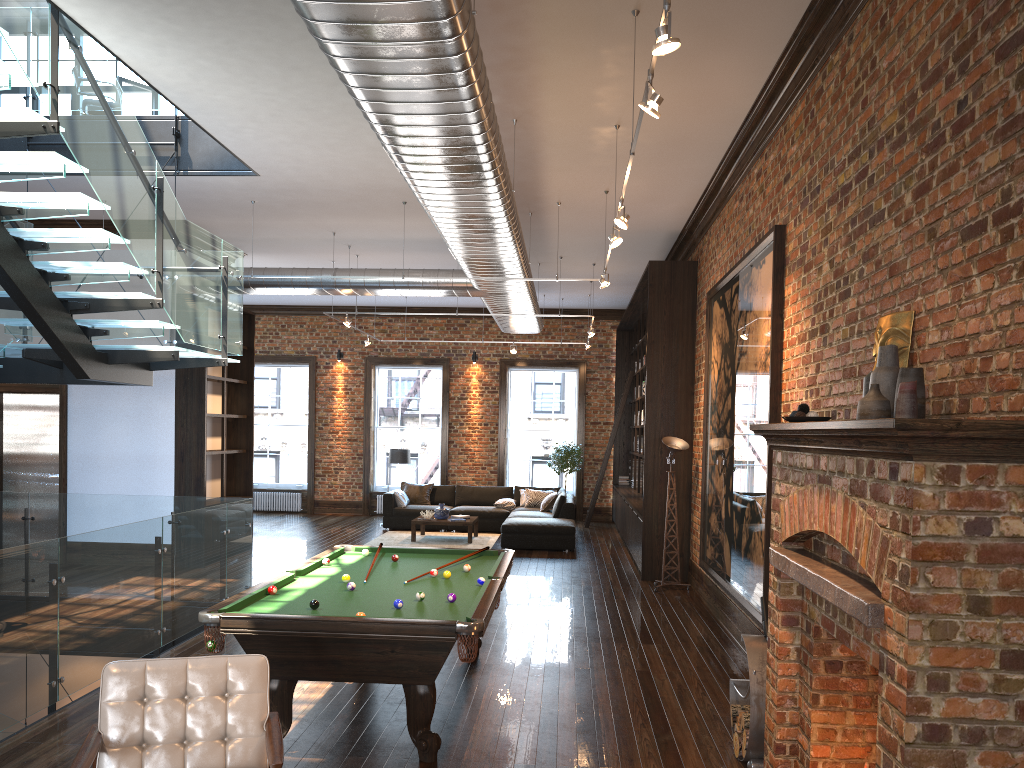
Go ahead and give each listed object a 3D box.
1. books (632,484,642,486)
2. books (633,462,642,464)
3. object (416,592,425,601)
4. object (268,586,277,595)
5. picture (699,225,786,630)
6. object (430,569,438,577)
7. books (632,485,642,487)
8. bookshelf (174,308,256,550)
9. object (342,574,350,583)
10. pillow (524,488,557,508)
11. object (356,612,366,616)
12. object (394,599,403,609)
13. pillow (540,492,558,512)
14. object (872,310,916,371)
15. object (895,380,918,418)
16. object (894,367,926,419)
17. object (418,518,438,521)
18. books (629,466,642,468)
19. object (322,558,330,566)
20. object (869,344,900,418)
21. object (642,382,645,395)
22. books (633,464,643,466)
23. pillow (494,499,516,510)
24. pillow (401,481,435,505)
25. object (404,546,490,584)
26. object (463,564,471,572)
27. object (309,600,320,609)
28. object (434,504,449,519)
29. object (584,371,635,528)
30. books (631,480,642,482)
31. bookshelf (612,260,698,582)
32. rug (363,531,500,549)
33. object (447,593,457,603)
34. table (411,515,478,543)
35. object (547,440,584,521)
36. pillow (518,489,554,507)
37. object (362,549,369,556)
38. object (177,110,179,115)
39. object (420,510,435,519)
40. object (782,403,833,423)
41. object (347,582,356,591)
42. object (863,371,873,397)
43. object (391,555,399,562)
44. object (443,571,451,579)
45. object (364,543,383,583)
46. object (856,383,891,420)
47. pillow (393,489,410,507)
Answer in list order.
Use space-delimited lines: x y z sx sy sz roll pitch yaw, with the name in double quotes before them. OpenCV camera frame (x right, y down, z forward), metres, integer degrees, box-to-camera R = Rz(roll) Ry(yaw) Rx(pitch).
"books" 2.475 1.967 17.300 0.229 0.008 0.329 1 -3 1
"books" 2.572 1.622 18.196 0.184 0.030 0.265 1 -3 9
"object" -0.561 1.300 5.430 0.057 0.057 0.057 1 -1 43
"object" -1.493 1.286 5.529 0.057 0.057 0.057 2 -1 -39
"picture" 2.039 0.420 8.154 0.080 3.005 3.201 1 -1 4
"object" -0.556 1.348 6.323 0.057 0.057 0.057 2 -1 -31
"books" 2.477 1.990 17.300 0.229 0.008 0.329 1 -3 2
"bookshelf" -4.074 0.658 12.257 0.400 3.522 1.780 1 1 4
"object" -1.127 1.320 6.022 0.057 0.057 0.057 1 -1 41
"pillow" 0.528 2.124 16.472 0.611 0.362 0.288 1 0 7
"object" -0.818 1.260 4.789 0.057 0.057 0.057 1 -1 22
"object" -0.663 1.284 5.175 0.057 0.057 0.057 1 -1 8
"pillow" 0.668 2.136 15.997 0.314 0.355 0.629 1 -2 3
"object" 1.778 -0.062 4.239 0.125 0.537 0.408 1 0 4
"object" 1.584 0.075 3.557 0.081 0.179 0.081 0 1 -44
"object" 1.648 0.050 3.671 0.120 0.243 0.120 2 1 23
"object" -1.401 2.245 14.744 0.267 0.018 0.201 0 -3 27
"books" 2.546 1.702 18.200 0.240 0.019 0.228 1 -3 -1
"object" -1.412 1.353 6.744 0.057 0.057 0.057 1 -1 2
"object" 1.630 0.006 3.852 0.145 0.350 0.145 2 1 40
"object" 2.312 0.094 15.541 0.075 0.255 0.087 1 1 -7
"books" 2.571 1.657 18.197 0.203 0.020 0.317 1 -3 5
"pillow" -0.125 2.234 16.487 0.409 0.204 0.611 1 -3 2
"pillow" -1.837 2.075 16.835 0.700 0.440 0.304 1 0 4
"object" -0.463 1.365 6.770 0.028 0.072 1.607 2 -3 19
"object" -0.333 1.366 6.576 0.057 0.057 0.057 2 -1 -41
"object" -1.138 1.271 5.111 0.057 0.057 0.057 1 -1 8
"object" -1.181 2.142 14.903 0.215 0.251 0.215 1 0 37
"object" 1.901 1.287 17.393 0.897 3.082 0.494 1 2 4
"books" 2.466 1.890 17.298 0.227 0.007 0.372 1 -3 -2
"bookshelf" 2.192 0.677 14.751 0.600 4.002 7.411 1 -2 4
"rug" -1.277 2.609 14.866 2.021 0.003 2.115 1 -3 4
"object" -0.366 1.302 5.401 0.057 0.057 0.057 1 -1 26
"table" -1.119 2.445 14.978 1.000 0.346 1.001 1 -3 4
"object" 1.070 2.084 18.264 0.812 1.867 0.799 1 1 12
"pillow" 0.465 2.159 16.657 0.703 0.338 0.269 1 0 4
"object" -1.206 1.387 7.301 0.057 0.058 0.057 1 -1 5
"object" -3.405 -3.081 9.974 0.540 0.770 0.519 1 0 14
"object" -1.389 2.175 14.751 0.218 0.160 0.219 3 -2 -44
"object" 1.404 0.144 4.225 0.237 0.105 0.237 1 -2 14
"object" -1.037 1.306 5.721 0.057 0.057 0.057 1 -1 -26
"object" 1.645 0.064 3.999 0.118 0.250 0.118 0 1 -39
"object" -0.924 1.377 7.012 0.057 0.057 0.057 2 -1 -38
"object" -0.458 1.346 6.259 0.057 0.057 0.057 1 -1 4
"object" -1.058 1.355 6.807 0.028 0.072 1.606 1 -3 -4
"object" 1.495 0.083 3.661 0.136 0.169 0.136 1 0 -44
"pillow" -2.036 2.127 16.461 0.244 0.305 0.574 1 -2 4
